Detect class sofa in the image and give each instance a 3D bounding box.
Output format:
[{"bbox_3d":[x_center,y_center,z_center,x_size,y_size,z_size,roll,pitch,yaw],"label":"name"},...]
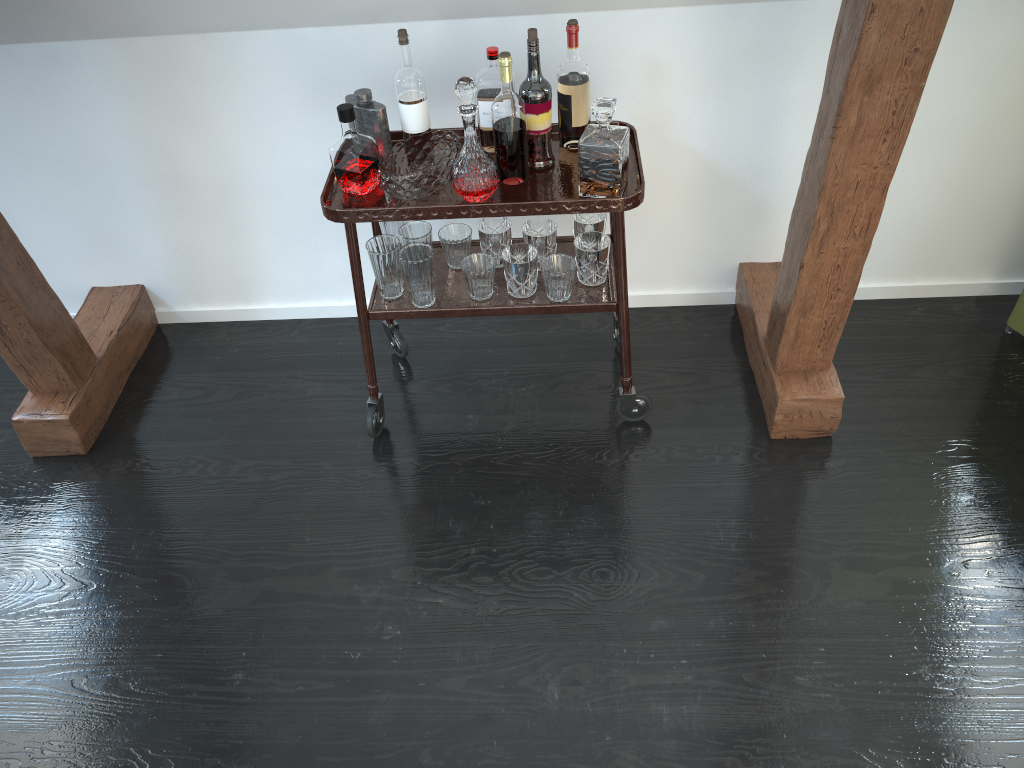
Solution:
[{"bbox_3d":[2.506,-0.219,2.041,2.093,0.825,0.898,-2,42,3],"label":"sofa"}]

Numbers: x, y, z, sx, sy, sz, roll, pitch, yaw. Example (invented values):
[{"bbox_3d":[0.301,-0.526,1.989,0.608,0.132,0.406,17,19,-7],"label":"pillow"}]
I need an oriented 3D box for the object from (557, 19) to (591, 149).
[{"bbox_3d":[0.151,-0.732,2.166,0.081,0.308,0.081,-7,42,-2],"label":"object"}]

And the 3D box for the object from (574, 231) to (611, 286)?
[{"bbox_3d":[0.208,-0.322,2.303,0.095,0.119,0.095,-29,47,-24],"label":"object"}]

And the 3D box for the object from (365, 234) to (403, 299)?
[{"bbox_3d":[-0.324,-0.300,2.305,0.087,0.155,0.087,-20,44,-16],"label":"object"}]

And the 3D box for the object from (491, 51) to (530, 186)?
[{"bbox_3d":[-0.006,-0.614,2.051,0.081,0.307,0.081,2,42,8],"label":"object"}]

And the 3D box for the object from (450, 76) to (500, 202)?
[{"bbox_3d":[-0.092,-0.549,1.998,0.114,0.292,0.114,-21,44,-17],"label":"object"}]

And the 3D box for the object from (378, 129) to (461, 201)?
[{"bbox_3d":[-0.215,-0.517,2.122,0.151,0.092,0.245,19,47,25],"label":"object"}]

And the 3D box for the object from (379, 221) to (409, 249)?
[{"bbox_3d":[-0.316,-0.409,2.425,0.087,0.155,0.087,-20,44,-16],"label":"object"}]

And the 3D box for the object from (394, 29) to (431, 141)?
[{"bbox_3d":[-0.244,-0.700,2.158,0.073,0.320,0.073,-8,42,-3],"label":"object"}]

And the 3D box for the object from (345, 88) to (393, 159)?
[{"bbox_3d":[-0.359,-0.638,2.207,0.135,0.182,0.052,26,50,30],"label":"object"}]

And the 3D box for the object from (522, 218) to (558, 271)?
[{"bbox_3d":[0.076,-0.370,2.370,0.095,0.119,0.095,-29,47,-24],"label":"object"}]

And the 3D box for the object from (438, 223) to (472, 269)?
[{"bbox_3d":[-0.149,-0.370,2.407,0.092,0.099,0.092,-17,43,-13],"label":"object"}]

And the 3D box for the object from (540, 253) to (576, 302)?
[{"bbox_3d":[0.119,-0.267,2.267,0.092,0.099,0.092,-17,43,-13],"label":"object"}]

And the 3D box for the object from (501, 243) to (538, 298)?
[{"bbox_3d":[0.023,-0.288,2.285,0.095,0.119,0.095,-29,47,-24],"label":"object"}]

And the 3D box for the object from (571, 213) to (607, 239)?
[{"bbox_3d":[0.209,-0.409,2.400,0.095,0.119,0.095,-29,47,-24],"label":"object"}]

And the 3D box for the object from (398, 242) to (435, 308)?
[{"bbox_3d":[-0.236,-0.273,2.267,0.087,0.155,0.087,-20,44,-16],"label":"object"}]

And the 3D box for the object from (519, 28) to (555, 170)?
[{"bbox_3d":[0.056,-0.668,2.086,0.080,0.329,0.080,-8,42,-3],"label":"object"}]

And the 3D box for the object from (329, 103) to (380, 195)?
[{"bbox_3d":[-0.376,-0.559,2.099,0.087,0.206,0.087,16,46,22],"label":"object"}]

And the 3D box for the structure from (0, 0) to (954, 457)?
[{"bbox_3d":[-1.082,-0.737,2.134,12.350,1.963,1.023,-2,42,4],"label":"structure"}]

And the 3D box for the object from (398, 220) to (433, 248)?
[{"bbox_3d":[-0.245,-0.343,2.345,0.087,0.155,0.087,-20,44,-16],"label":"object"}]

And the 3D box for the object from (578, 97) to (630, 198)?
[{"bbox_3d":[0.209,-0.540,2.016,0.101,0.211,0.101,9,44,15],"label":"object"}]

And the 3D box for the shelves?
[{"bbox_3d":[-0.035,-0.272,2.416,0.803,0.732,0.438,-4,42,1],"label":"shelves"}]

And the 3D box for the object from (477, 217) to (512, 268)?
[{"bbox_3d":[-0.043,-0.381,2.394,0.095,0.119,0.095,-29,47,-24],"label":"object"}]

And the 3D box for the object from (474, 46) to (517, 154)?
[{"bbox_3d":[-0.038,-0.698,2.184,0.099,0.257,0.067,2,42,7],"label":"object"}]

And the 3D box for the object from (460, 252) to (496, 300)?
[{"bbox_3d":[-0.083,-0.274,2.294,0.092,0.099,0.092,-17,43,-13],"label":"object"}]
